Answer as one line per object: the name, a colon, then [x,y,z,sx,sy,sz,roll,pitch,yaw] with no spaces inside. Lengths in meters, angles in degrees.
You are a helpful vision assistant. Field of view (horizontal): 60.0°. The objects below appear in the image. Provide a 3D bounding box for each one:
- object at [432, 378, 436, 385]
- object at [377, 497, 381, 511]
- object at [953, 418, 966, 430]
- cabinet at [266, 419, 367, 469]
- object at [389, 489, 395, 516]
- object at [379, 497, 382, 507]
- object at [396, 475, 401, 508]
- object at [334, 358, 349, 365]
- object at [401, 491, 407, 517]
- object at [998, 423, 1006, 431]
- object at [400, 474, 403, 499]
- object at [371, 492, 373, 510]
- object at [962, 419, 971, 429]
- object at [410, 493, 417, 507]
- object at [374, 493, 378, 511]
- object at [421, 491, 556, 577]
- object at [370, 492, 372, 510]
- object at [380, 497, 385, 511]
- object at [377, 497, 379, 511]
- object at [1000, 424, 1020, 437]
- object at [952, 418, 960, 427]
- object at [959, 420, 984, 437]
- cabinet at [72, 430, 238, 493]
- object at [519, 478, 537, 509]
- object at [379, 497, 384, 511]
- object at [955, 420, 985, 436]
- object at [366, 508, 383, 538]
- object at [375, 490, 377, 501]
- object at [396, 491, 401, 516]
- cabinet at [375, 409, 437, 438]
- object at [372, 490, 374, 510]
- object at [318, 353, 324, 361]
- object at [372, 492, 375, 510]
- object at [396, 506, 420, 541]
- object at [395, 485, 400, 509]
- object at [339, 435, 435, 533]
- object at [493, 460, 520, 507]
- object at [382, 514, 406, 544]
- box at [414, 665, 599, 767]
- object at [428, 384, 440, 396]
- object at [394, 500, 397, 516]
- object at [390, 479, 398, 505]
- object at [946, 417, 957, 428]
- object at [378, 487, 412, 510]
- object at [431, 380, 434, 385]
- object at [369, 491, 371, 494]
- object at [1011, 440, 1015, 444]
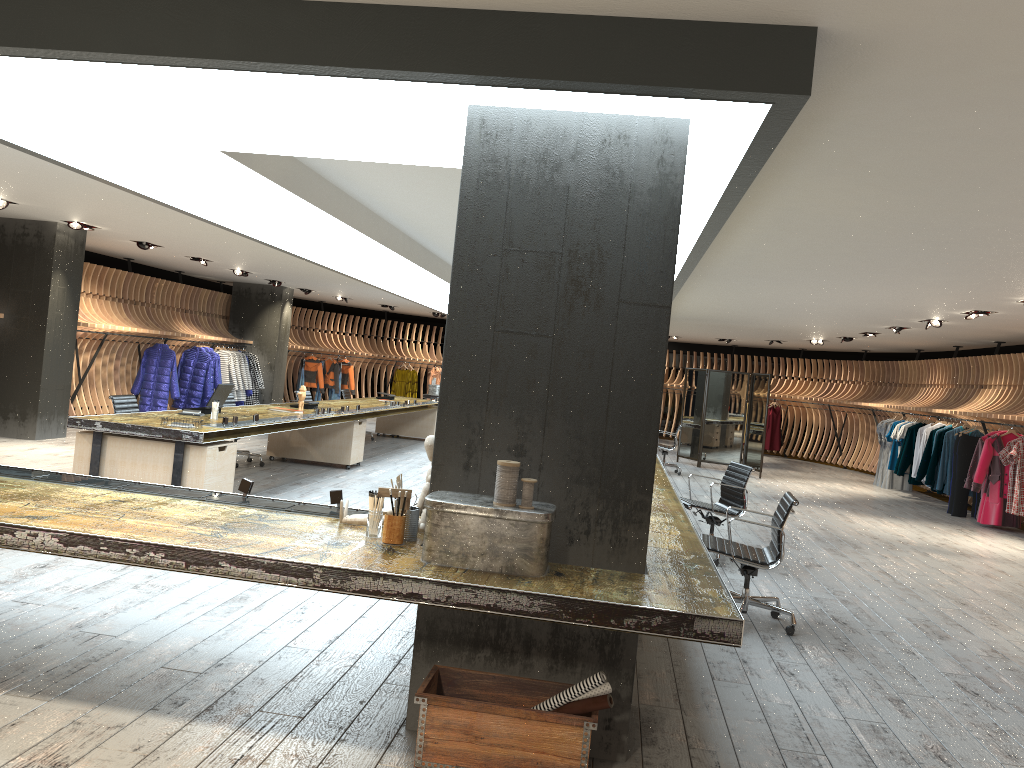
object: [-1.710,-0.033,20.404,0.262,0.204,0.088,6,0,5]
object: [-0.556,0.530,3.645,0.030,0.170,0.007,6,0,27]
object: [7.002,0.670,13.866,0.525,0.270,0.012,6,0,7]
cabinet: [-2.584,0.735,11.774,1.132,0.630,0.593,6,0,7]
object: [-0.476,0.526,3.562,0.054,0.207,0.008,6,0,-10]
object: [-0.549,0.531,3.679,0.007,0.170,0.030,6,0,10]
object: [-0.464,0.506,3.680,0.062,0.264,0.012,6,0,-41]
object: [-4.385,-0.620,22.361,0.549,0.243,0.023,6,0,-17]
object: [-0.443,0.530,3.566,0.008,0.207,0.054,6,0,-28]
object: [6.792,0.671,12.289,0.525,0.270,0.012,6,0,7]
object: [-0.459,0.503,3.680,0.008,0.267,0.060,6,0,23]
object: [-0.579,0.528,3.648,0.007,0.170,0.030,6,0,3]
object: [6.947,0.667,13.546,0.525,0.270,0.012,6,0,17]
object: [-0.430,0.540,3.680,0.081,0.198,0.050,6,0,32]
object: [-0.566,0.530,3.643,0.007,0.170,0.030,6,0,-36]
object: [-0.089,0.565,3.381,0.498,0.239,0.303,6,0,7]
object: [-0.583,0.528,3.652,0.007,0.170,0.030,6,0,17]
object: [-0.544,0.531,3.660,0.030,0.170,0.007,6,0,-26]
object: [-0.558,0.530,3.685,0.007,0.170,0.030,6,0,-17]
object: [6.784,0.674,12.043,0.525,0.270,0.012,6,0,17]
object: [6.998,0.666,13.978,0.525,0.270,0.012,6,0,7]
object: [6.886,0.670,13.071,0.525,0.270,0.012,6,0,12]
cabinet: [-2.992,0.758,7.454,1.132,0.630,0.593,6,0,7]
object: [0.059,0.408,3.300,0.062,0.109,0.062,6,0,-23]
object: [-0.548,0.531,3.651,0.030,0.170,0.007,6,0,0]
object: [6.918,0.671,13.249,0.525,0.270,0.012,6,0,32]
object: [-0.568,0.574,3.665,0.061,0.111,0.061,6,0,-4]
object: [-0.567,0.529,3.686,0.007,0.170,0.030,6,0,-43]
object: [-0.459,0.529,3.556,0.008,0.207,0.054,6,0,-6]
cabinet: [-1.965,0.720,16.944,1.132,0.630,0.593,6,0,7]
object: [-0.577,0.528,3.683,0.030,0.170,0.007,6,0,20]
object: [-4.707,-0.645,21.864,0.023,0.243,0.549,6,1,3]
object: [-0.575,0.529,3.646,0.007,0.170,0.030,6,0,-9]
object: [-0.443,0.579,3.692,0.108,0.128,0.108,6,0,22]
object: [-0.468,0.528,3.690,0.009,0.222,0.082,6,0,36]
object: [-0.521,0.424,3.901,0.431,0.429,0.195,6,0,3]
object: [-0.013,0.392,3.413,0.088,0.204,0.262,6,0,5]
object: [-0.476,0.580,3.575,0.084,0.111,0.083,6,0,-6]
box: [-0.018,1.298,3.343,0.665,0.282,0.341,6,0,7]
object: [-1.759,0.141,20.462,0.303,0.239,0.497,6,1,7]
object: [-0.477,0.549,3.606,0.018,0.158,0.011,6,0,24]
object: [-0.477,0.517,3.696,0.084,0.240,0.009,6,0,-16]
object: [7.026,0.668,14.180,0.525,0.270,0.012,6,0,12]
object: [-0.491,0.531,3.644,0.138,0.209,0.034,6,0,-13]
object: [-1.823,-0.037,20.331,0.062,0.109,0.062,6,0,-27]
object: [-0.586,0.527,3.661,0.007,0.170,0.030,6,0,44]
object: [6.685,0.673,11.402,0.525,0.270,0.012,6,0,7]
